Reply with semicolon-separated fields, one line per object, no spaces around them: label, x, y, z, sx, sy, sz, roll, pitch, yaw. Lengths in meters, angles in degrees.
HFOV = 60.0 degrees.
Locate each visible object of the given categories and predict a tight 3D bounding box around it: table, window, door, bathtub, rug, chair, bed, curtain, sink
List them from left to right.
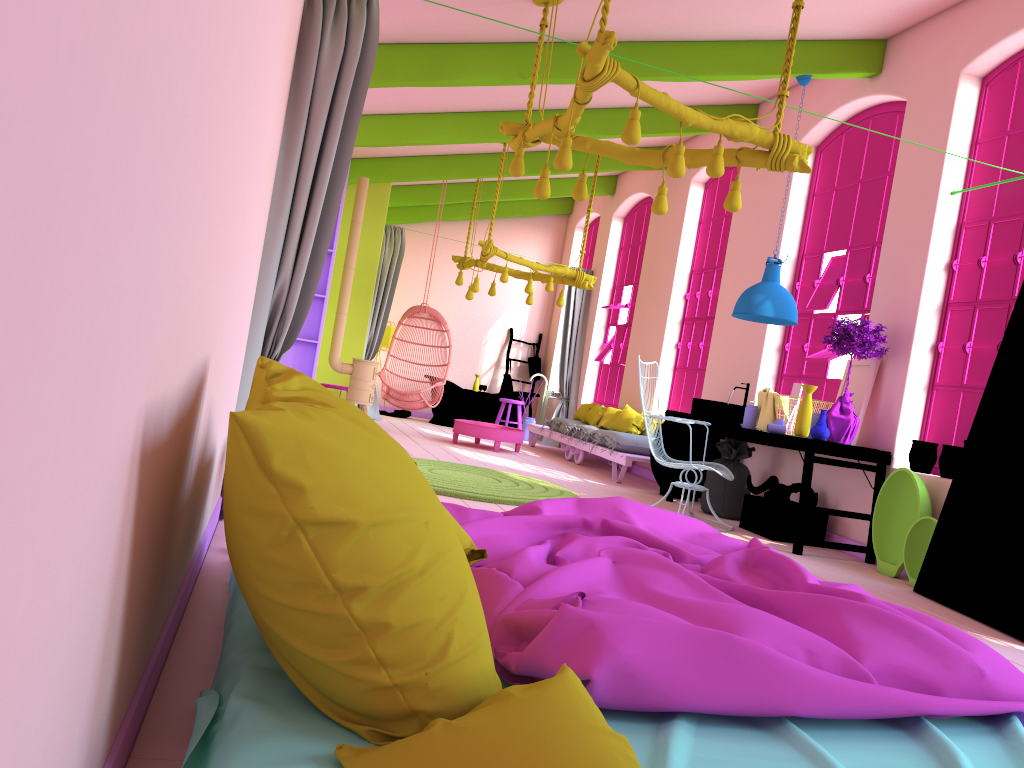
curtain;-1.072;-0.728;4.454;0.519;2.786;0.524;9;1;-34
table;-2.072;0.259;10.801;0.595;0.458;0.596;10;1;23
curtain;-1.914;-0.913;12.592;0.519;2.786;0.524;9;1;-34
chair;-1.046;-1.216;10.976;0.860;3.130;0.806;10;1;5
rug;-0.386;0.768;7.120;1.890;0.050;1.887;9;0;-27
bathtub;-0.523;0.366;14.100;1.890;0.740;0.825;9;1;-15
table;-0.296;0.646;10.911;0.885;0.285;0.886;10;0;11
chair;-0.068;0.523;13.083;0.446;0.593;0.473;10;1;44
curtain;0.885;-0.389;13.326;0.518;2.786;0.525;10;1;5
window;1.176;-1.224;14.286;0.072;3.047;1.274;9;1;-15
window;1.645;-1.128;12.439;0.551;3.010;1.513;9;1;-15
chair;1.398;0.467;7.084;0.924;1.238;1.079;10;1;20
bed;0.567;0.713;2.656;2.803;0.514;3.574;9;0;-15
window;2.251;-1.027;10.064;0.072;3.047;1.274;9;1;-15
sink;1.845;0.249;7.893;0.340;0.194;0.609;9;0;-15
table;2.086;0.789;7.316;0.655;0.821;2.191;9;0;-15
window;2.860;-0.907;7.685;0.493;3.004;1.496;9;1;-15
window;3.329;-0.829;5.827;0.072;3.047;1.274;9;1;-15
door;2.906;0.238;4.873;0.450;2.211;1.153;9;1;-5

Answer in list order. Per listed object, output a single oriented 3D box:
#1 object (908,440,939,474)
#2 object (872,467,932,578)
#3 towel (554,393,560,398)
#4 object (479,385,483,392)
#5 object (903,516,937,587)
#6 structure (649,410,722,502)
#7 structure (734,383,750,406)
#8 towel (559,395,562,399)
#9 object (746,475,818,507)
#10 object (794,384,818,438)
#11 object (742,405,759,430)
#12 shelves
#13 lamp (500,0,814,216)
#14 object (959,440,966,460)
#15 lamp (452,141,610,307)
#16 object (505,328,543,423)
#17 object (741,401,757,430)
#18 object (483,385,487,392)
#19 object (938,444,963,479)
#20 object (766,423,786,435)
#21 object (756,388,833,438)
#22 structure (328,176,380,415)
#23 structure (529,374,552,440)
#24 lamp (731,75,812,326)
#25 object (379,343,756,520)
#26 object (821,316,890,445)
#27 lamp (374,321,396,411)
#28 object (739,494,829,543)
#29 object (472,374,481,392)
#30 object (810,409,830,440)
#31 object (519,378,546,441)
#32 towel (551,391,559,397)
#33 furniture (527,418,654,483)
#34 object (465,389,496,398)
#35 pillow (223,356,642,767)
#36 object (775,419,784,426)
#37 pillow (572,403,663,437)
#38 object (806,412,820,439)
object;2.883;0.513;6.225;0.182;0.223;0.182;9;1;-37
object;2.660;0.936;5.954;0.218;0.734;0.450;9;1;-15
towel;0.825;0.189;14.266;0.247;0.102;0.262;9;0;-24
object;-0.492;0.097;13.891;0.069;0.170;0.069;10;1;5
object;2.648;1.071;5.621;0.137;0.463;0.284;9;1;-30
structure;1.718;0.711;8.777;0.717;0.845;0.718;10;1;43
structure;2.033;0.180;7.963;0.166;0.397;0.087;9;1;-5
towel;0.889;0.201;14.005;0.262;0.102;0.247;9;0;-19
object;2.154;0.981;7.162;0.300;0.448;0.671;9;1;-39
object;2.162;0.200;6.538;0.116;0.383;0.115;9;1;-41
object;1.998;0.277;7.421;0.109;0.197;0.109;9;1;-22
shelves;-2.755;-1.173;8.914;1.842;3.105;0.384;9;1;-15
lamp;0.715;-2.126;5.245;1.612;2.265;1.774;9;1;-33
object;3.015;0.512;5.735;0.223;0.272;0.223;9;1;-27
lamp;0.026;-2.064;10.797;1.612;2.265;1.774;9;1;-33
object;0.137;-0.035;15.001;0.604;1.765;0.409;9;1;-15
object;2.106;0.269;7.720;0.165;0.250;0.411;10;0;21
object;-0.437;0.105;14.074;0.069;0.170;0.069;10;1;5
object;2.957;0.527;5.937;0.182;0.223;0.182;9;1;-32
object;2.082;0.356;6.988;0.137;0.076;0.076;10;1;5
object;2.260;0.238;7.302;0.444;0.369;0.633;9;0;-15
structure;-1.649;-0.858;9.977;0.577;2.815;0.403;10;1;3
structure;0.462;0.375;14.331;0.451;1.061;0.254;10;1;29
lamp;2.213;-1.505;7.183;0.528;2.002;0.529;10;1;17
object;-0.016;0.039;11.130;2.828;1.580;7.860;9;0;-14
object;2.477;-0.030;6.548;0.502;0.951;0.441;10;1;35
lamp;-2.204;-0.303;14.282;0.491;1.467;0.476;10;1;15
object;2.143;1.075;7.015;0.446;0.277;0.521;9;0;-15
object;-0.565;0.010;14.038;0.097;0.321;0.097;9;1;-3
object;2.215;0.292;6.352;0.132;0.219;0.132;10;1;2
object;0.263;0.373;13.512;0.451;0.987;0.277;10;1;30
towel;0.759;0.177;14.524;0.262;0.102;0.247;9;0;-14
furniture;1.028;0.756;10.958;0.908;0.507;3.773;9;0;-15
object;-0.519;0.153;14.089;0.360;0.068;1.322;9;0;-15
pillow;-0.383;0.390;2.130;0.849;0.822;2.615;9;0;-25
object;2.128;0.339;7.068;0.065;0.118;0.065;10;1;34
pillow;1.228;0.420;11.074;0.578;0.399;1.996;9;0;-15
object;2.273;0.316;6.645;0.109;0.197;0.109;10;1;23
